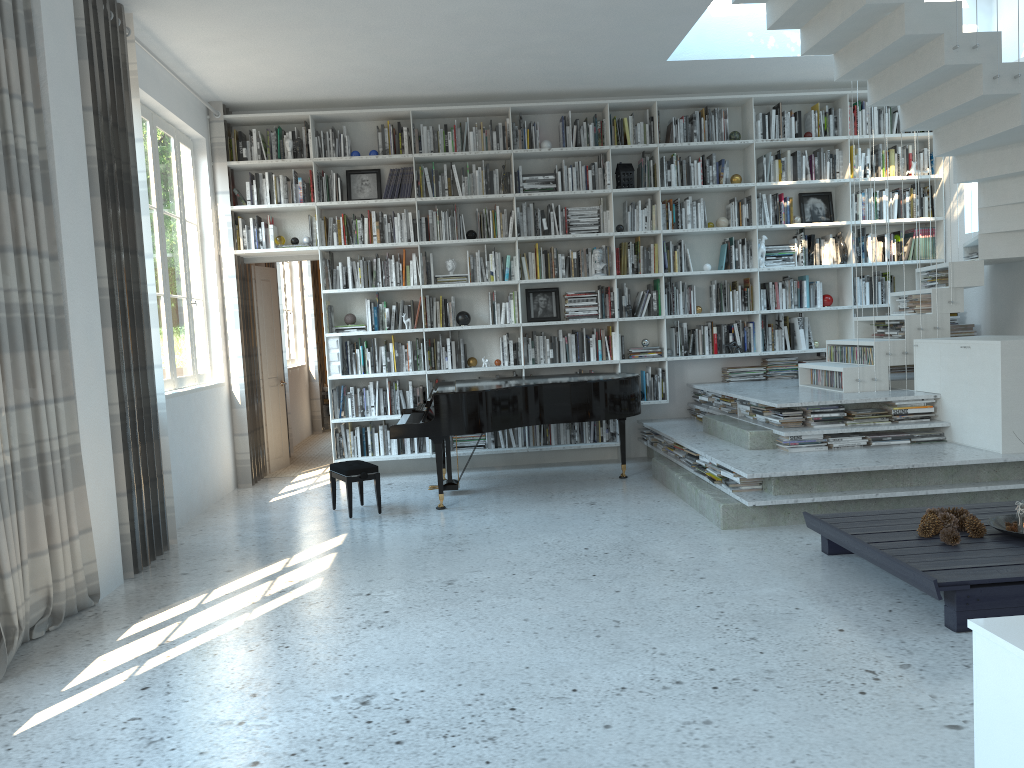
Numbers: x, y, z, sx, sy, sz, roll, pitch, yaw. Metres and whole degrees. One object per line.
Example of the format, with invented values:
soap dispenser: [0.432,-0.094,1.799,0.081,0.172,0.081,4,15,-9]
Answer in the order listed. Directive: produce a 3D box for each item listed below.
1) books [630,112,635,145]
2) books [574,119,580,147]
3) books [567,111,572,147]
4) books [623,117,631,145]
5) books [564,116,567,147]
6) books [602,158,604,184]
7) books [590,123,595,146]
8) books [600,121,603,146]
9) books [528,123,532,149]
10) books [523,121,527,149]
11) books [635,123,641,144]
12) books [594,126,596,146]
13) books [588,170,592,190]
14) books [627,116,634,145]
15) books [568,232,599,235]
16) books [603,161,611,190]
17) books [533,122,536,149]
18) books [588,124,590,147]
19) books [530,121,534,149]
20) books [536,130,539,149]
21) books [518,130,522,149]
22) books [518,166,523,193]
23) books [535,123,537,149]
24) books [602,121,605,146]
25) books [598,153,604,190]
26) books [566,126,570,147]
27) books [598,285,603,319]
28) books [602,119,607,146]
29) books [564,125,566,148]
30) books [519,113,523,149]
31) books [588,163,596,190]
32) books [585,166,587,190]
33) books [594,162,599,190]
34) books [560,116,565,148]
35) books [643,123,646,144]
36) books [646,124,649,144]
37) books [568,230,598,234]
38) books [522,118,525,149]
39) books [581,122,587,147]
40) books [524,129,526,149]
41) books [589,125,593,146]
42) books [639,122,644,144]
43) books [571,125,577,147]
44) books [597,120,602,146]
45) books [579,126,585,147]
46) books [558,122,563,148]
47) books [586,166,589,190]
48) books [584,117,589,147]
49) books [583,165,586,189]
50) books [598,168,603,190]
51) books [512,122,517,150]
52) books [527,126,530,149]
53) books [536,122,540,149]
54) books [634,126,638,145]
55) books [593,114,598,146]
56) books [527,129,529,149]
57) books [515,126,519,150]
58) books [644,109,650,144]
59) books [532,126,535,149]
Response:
books: [1.055,-2.210,7.777,0.010,0.298,0.167,-3,4,-3]
books: [0.571,-2.170,7.771,0.028,0.270,0.140,-3,4,-3]
books: [0.502,-2.195,7.742,0.010,0.332,0.186,-3,4,-3]
books: [0.995,-2.185,7.772,0.054,0.255,0.190,-3,4,-3]
books: [0.462,-2.176,7.751,0.011,0.296,0.157,-3,4,-3]
books: [0.792,-1.830,7.814,0.010,0.300,0.133,-3,4,-3]
books: [0.700,-2.159,7.788,0.026,0.234,0.137,-3,4,-3]
books: [0.774,-2.168,7.782,0.014,0.244,0.145,-3,4,-3]
books: [0.157,-2.135,7.744,0.014,0.248,0.139,-3,4,-3]
books: [0.117,-2.140,7.722,0.011,0.265,0.163,-3,4,-3]
books: [1.097,-2.164,7.781,0.024,0.202,0.180,-3,4,-3]
books: [0.721,-2.146,7.784,0.014,0.204,0.134,-3,4,-3]
books: [0.676,-1.766,7.784,0.029,0.188,0.175,-3,4,-3]
books: [1.034,-2.198,7.794,0.030,0.275,0.151,-3,4,-3]
books: [0.628,-1.322,7.824,0.254,0.012,0.160,-4,4,-7]
books: [0.822,-1.796,7.736,0.037,0.237,0.272,-3,4,-3]
books: [0.196,-2.140,7.734,0.005,0.255,0.168,-3,4,-3]
books: [0.659,-2.147,7.759,0.012,0.217,0.179,-3,4,-3]
books: [0.170,-2.143,7.738,0.013,0.264,0.146,-3,4,-3]
books: [0.217,-2.107,7.747,0.010,0.187,0.152,-3,4,-3]
books: [0.065,-2.102,7.729,0.026,0.194,0.166,-3,4,-3]
books: [0.072,-1.762,7.739,0.021,0.249,0.191,-3,4,-3]
books: [0.203,-2.139,7.754,0.013,0.250,0.148,-3,4,-3]
books: [0.788,-2.166,7.774,0.014,0.239,0.153,-3,4,-3]
books: [0.781,-1.846,7.795,0.012,0.334,0.155,-3,4,-3]
books: [0.484,-2.134,7.768,0.031,0.209,0.146,-3,4,-3]
books: [0.785,-0.728,7.899,0.011,0.299,0.130,-3,4,-3]
books: [0.805,-2.176,7.781,0.022,0.257,0.136,-3,4,-3]
books: [0.451,-2.161,7.760,0.011,0.267,0.129,-3,4,-3]
books: [0.080,-2.177,7.737,0.014,0.341,0.145,-3,4,-3]
books: [0.704,-1.798,7.782,0.032,0.248,0.173,-3,4,-3]
books: [0.643,-1.786,7.791,0.010,0.230,0.152,-3,4,-3]
books: [0.733,-1.807,7.800,0.029,0.261,0.133,-3,4,-3]
books: [0.439,-2.172,7.742,0.014,0.292,0.176,-3,4,-3]
books: [1.151,-2.169,7.801,0.025,0.204,0.162,-3,4,-3]
books: [1.175,-2.165,7.795,0.022,0.194,0.181,-3,4,-3]
books: [0.627,-1.334,7.825,0.254,0.012,0.160,-3,4,0]
books: [0.094,-2.155,7.734,0.010,0.296,0.153,-3,4,-3]
books: [0.631,-2.155,7.761,0.023,0.236,0.154,-3,4,-3]
books: [0.106,-2.111,7.750,0.011,0.205,0.145,-3,4,-3]
books: [0.679,-2.140,7.744,0.023,0.202,0.193,-3,4,-3]
books: [1.124,-2.171,7.778,0.031,0.213,0.169,-3,4,-3]
books: [0.535,-2.137,7.753,0.050,0.211,0.172,-3,4,-3]
books: [0.753,-2.166,7.770,0.028,0.244,0.161,-3,4,-3]
books: [0.604,-2.137,7.756,0.033,0.203,0.166,-3,4,-3]
books: [0.427,-2.149,7.761,0.012,0.246,0.151,-3,4,-3]
books: [0.654,-1.786,7.785,0.012,0.231,0.158,-3,4,-3]
books: [0.648,-2.172,7.746,0.010,0.270,0.179,-3,4,-3]
books: [0.631,-1.790,7.802,0.011,0.239,0.139,-3,4,-3]
books: [0.764,-1.778,7.789,0.029,0.203,0.191,-3,4,-3]
books: [0.015,-2.128,7.717,0.026,0.253,0.185,-3,4,-3]
books: [0.147,-2.128,7.757,0.006,0.233,0.135,-3,4,-3]
books: [0.226,-2.142,7.738,0.011,0.256,0.143,-3,4,-3]
books: [1.074,-2.152,7.780,0.022,0.180,0.172,-3,4,-3]
books: [0.732,-2.198,7.774,0.012,0.308,0.138,-3,4,-3]
books: [0.135,-2.107,7.738,0.023,0.196,0.172,-3,4,-3]
books: [0.039,-2.118,7.738,0.023,0.228,0.156,-3,4,-3]
books: [1.188,-2.235,7.808,0.012,0.330,0.128,-3,4,-3]
books: [0.186,-2.121,7.737,0.016,0.219,0.144,-3,4,-3]
